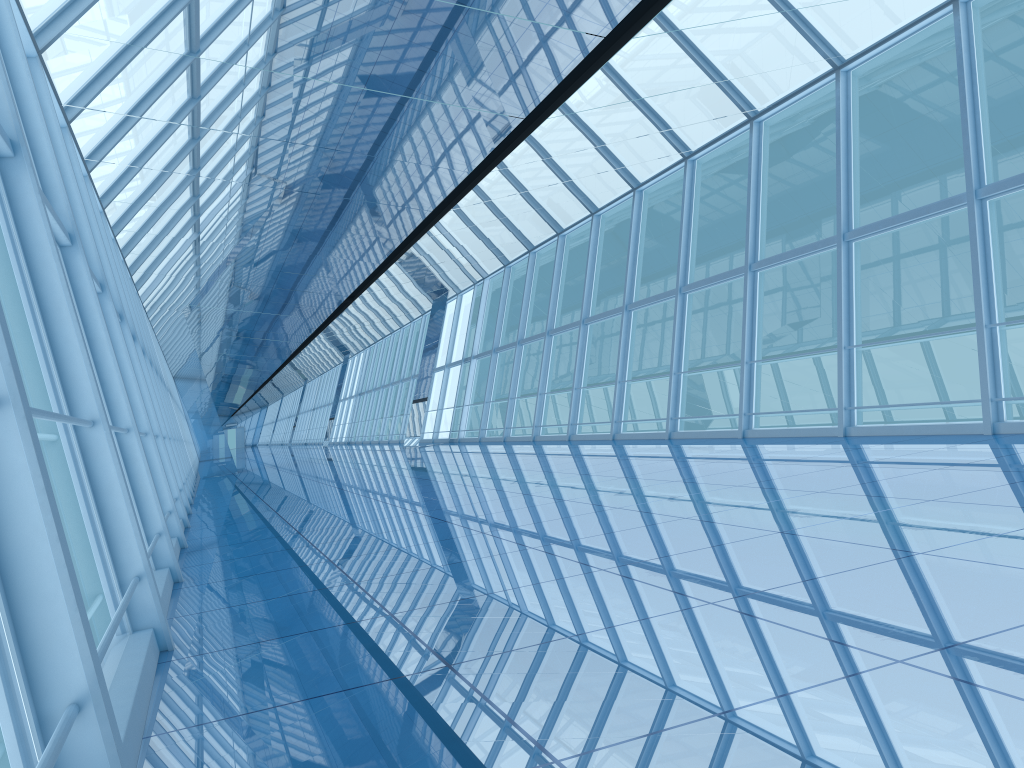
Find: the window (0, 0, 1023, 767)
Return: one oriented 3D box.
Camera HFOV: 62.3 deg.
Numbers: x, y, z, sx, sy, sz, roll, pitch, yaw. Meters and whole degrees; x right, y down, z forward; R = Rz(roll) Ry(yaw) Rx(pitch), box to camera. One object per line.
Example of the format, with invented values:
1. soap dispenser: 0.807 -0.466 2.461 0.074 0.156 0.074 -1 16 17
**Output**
1. window: -14.371 1.504 48.669 9.987 4.951 104.670 -6 -2 -20
